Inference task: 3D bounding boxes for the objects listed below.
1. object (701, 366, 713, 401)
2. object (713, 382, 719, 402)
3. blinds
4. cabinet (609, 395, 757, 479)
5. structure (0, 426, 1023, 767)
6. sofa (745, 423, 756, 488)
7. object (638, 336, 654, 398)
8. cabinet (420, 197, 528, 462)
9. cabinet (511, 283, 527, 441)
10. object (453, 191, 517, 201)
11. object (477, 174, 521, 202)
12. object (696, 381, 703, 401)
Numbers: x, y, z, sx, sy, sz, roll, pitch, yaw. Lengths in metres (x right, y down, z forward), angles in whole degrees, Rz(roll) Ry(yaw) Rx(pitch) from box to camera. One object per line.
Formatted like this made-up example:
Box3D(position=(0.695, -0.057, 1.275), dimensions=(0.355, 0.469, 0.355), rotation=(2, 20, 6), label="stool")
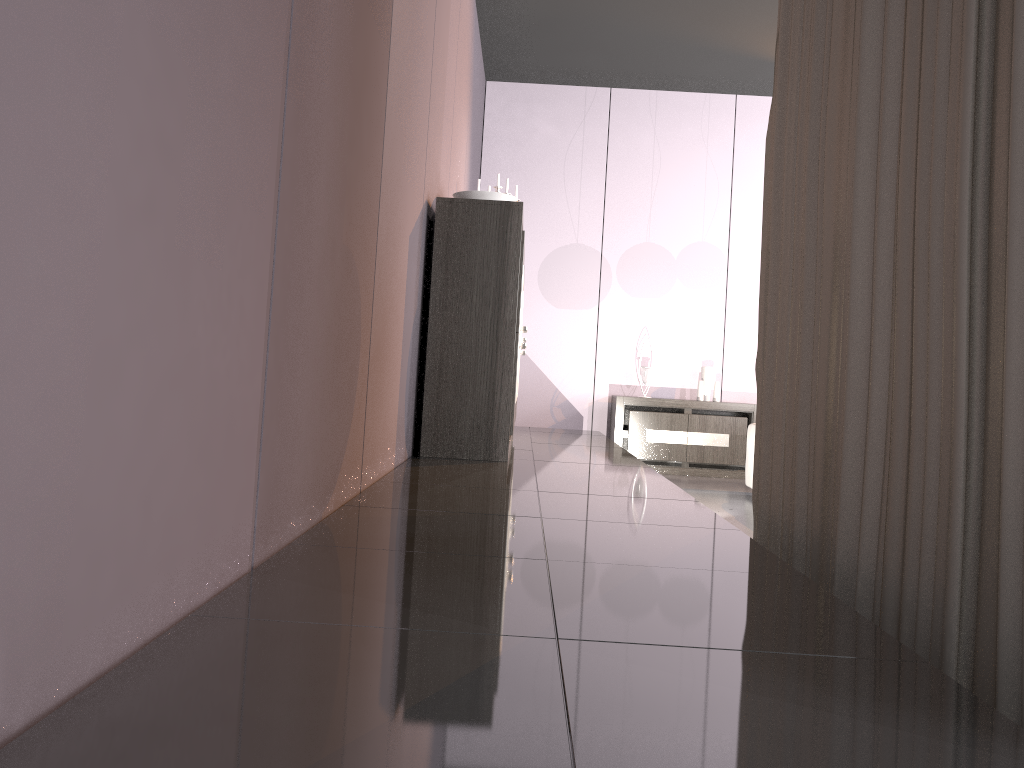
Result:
Box3D(position=(1.491, -0.001, 6.798), dimensions=(0.088, 0.264, 0.089), rotation=(5, -3, -38), label="object")
Box3D(position=(1.548, 0.059, 6.708), dimensions=(0.051, 0.152, 0.051), rotation=(4, -2, -21), label="object")
Box3D(position=(0.881, -0.816, 1.556), dimensions=(0.248, 3.002, 3.284), rotation=(3, -1, 1), label="blinds")
Box3D(position=(1.295, 0.398, 6.713), dimensions=(1.072, 0.556, 0.376), rotation=(3, -2, 1), label="cabinet")
Box3D(position=(0.061, 0.487, 1.958), dimensions=(1.000, 0.301, 8.762), rotation=(3, 0, 1), label="structure")
Box3D(position=(2.382, 0.330, 4.137), dimensions=(1.868, 0.860, 2.859), rotation=(3, 0, 1), label="sofa")
Box3D(position=(1.020, -0.130, 6.736), dimensions=(0.123, 0.466, 0.108), rotation=(3, -2, 2), label="object")
Box3D(position=(-0.134, -0.231, 4.184), dimensions=(0.411, 1.077, 1.071), rotation=(3, -1, 1), label="cabinet")
Box3D(position=(-0.119, -0.239, 5.348), dimensions=(0.411, 1.077, 1.071), rotation=(3, -1, 1), label="cabinet")
Box3D(position=(-0.132, -0.828, 4.209), dimensions=(0.309, 0.117, 0.308), rotation=(3, 0, 35), label="object")
Box3D(position=(-0.091, -0.997, 5.129), dimensions=(0.230, 0.446, 0.229), rotation=(3, -2, 18), label="object")
Box3D(position=(1.427, 0.052, 6.710), dimensions=(0.051, 0.152, 0.051), rotation=(4, -2, -21), label="object")
